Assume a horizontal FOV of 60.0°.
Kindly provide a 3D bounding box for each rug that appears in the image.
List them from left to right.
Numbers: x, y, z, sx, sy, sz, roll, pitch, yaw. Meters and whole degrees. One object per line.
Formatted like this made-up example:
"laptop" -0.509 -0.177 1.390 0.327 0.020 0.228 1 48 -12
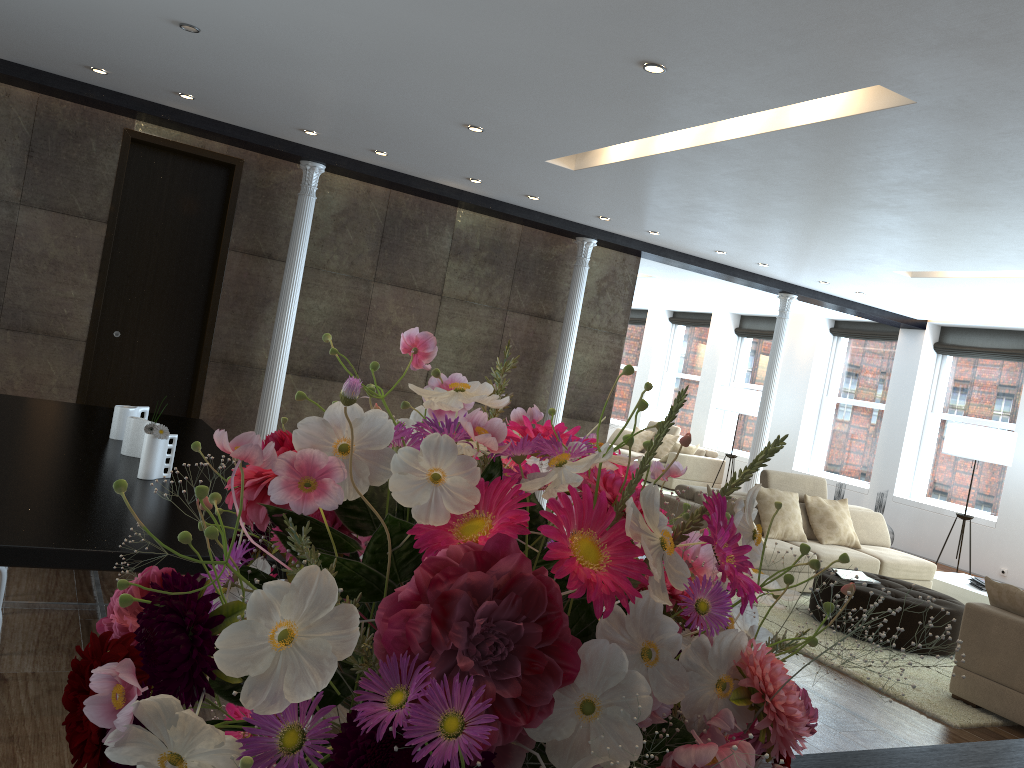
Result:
"rug" 1.108 1.369 14.159 2.972 0.020 4.231 10 1 -29
"rug" 3.483 1.972 7.005 4.231 0.020 2.972 10 1 -29

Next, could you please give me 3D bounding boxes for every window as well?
"window" 4.720 0.560 26.151 34.761 17.917 13.698 10 1 -29
"window" 3.220 -0.107 16.192 0.123 2.400 1.444 10 1 -29
"window" 4.058 0.083 14.617 0.123 2.400 1.345 10 1 -29
"window" 5.024 0.304 12.801 0.123 2.400 1.391 10 1 -29
"window" 5.869 0.496 11.211 0.123 2.400 1.432 10 1 -29

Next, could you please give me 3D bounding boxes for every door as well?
"door" -3.165 -0.699 7.851 1.000 2.814 0.510 10 1 -29

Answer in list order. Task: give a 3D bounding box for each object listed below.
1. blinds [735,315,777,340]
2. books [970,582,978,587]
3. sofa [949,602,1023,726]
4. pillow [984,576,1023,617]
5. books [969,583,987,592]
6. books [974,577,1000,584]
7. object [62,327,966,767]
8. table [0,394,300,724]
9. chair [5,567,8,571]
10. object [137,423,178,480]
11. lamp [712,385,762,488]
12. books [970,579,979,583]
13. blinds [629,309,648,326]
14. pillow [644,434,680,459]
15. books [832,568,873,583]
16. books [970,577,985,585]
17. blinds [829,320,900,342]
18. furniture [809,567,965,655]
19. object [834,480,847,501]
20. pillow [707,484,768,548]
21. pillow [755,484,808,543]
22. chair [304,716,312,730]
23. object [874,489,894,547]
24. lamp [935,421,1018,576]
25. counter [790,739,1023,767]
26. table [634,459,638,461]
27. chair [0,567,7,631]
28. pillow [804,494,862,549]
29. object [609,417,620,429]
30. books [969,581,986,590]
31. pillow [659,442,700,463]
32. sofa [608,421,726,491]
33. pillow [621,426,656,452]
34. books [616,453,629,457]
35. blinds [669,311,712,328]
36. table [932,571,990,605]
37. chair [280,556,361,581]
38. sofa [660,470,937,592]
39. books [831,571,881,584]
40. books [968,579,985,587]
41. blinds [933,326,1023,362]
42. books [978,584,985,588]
"blinds" 4.188 -0.924 14.565 0.156 0.393 1.342 10 1 -29
"books" 4.519 1.935 8.376 0.220 0.010 0.300 10 1 -9
"sofa" 3.958 1.624 5.356 2.581 0.950 1.021 10 1 -29
"pillow" 2.995 1.343 5.065 0.395 0.393 0.518 10 2 -32
"books" 4.492 1.939 8.379 0.220 0.010 0.300 11 1 6
"books" 4.529 1.878 8.375 0.220 0.010 0.300 11 1 11
"object" -0.036 0.241 0.659 0.544 0.552 0.570 10 1 -22
"table" -1.853 0.685 4.125 1.200 0.733 3.400 10 1 -29
"chair" -2.284 0.568 3.468 0.581 0.835 0.495 10 1 -29
"object" -1.451 0.279 3.660 0.076 0.233 0.161 12 2 43
"lamp" 3.283 0.922 13.167 0.698 1.728 0.698 10 1 -5
"books" 4.526 1.897 8.375 0.220 0.010 0.300 10 1 -14
"blinds" 2.510 -1.340 17.731 0.156 0.327 1.377 10 1 -29
"pillow" 2.449 1.004 14.517 0.301 0.439 0.534 10 2 -32
"books" 2.533 1.427 6.605 0.220 0.040 0.301 11 1 6
"books" 4.503 1.882 8.378 0.220 0.010 0.300 11 1 6
"blinds" 5.165 -0.762 12.748 0.156 0.275 1.396 10 1 -29
"furniture" 2.765 1.659 6.559 1.057 0.355 1.057 10 1 -27
"object" 4.208 1.617 11.494 0.458 0.781 0.458 10 1 -29
"pillow" 1.828 1.077 7.258 0.395 0.393 0.518 10 1 -25
"pillow" 2.379 1.144 7.830 0.534 0.439 0.301 10 1 -25
"chair" -0.554 0.885 3.595 0.581 0.835 0.495 10 1 -29
"object" 4.614 1.699 11.188 0.458 0.781 0.458 10 1 -29
"lamp" 5.052 1.326 9.841 0.698 1.728 0.698 10 1 -5
"counter" 0.009 0.549 0.608 3.700 0.040 1.000 10 1 -29
"table" 1.328 1.223 13.171 1.022 0.393 1.022 11 1 16
"chair" -1.956 0.643 2.852 0.581 0.835 0.495 10 1 -29
"pillow" 2.924 1.249 8.118 0.519 0.416 0.368 10 1 -24
"object" 1.276 0.829 16.226 1.119 1.014 1.125 9 2 -42
"books" 4.496 1.920 8.379 0.220 0.010 0.300 11 1 6
"pillow" 2.594 1.071 13.736 0.518 0.393 0.395 10 2 -32
"sofa" 2.296 1.103 14.737 1.018 0.950 2.581 10 1 -29
"pillow" 2.144 0.946 15.060 0.368 0.416 0.519 10 2 -33
"books" 1.614 1.059 13.310 0.300 0.010 0.220 10 1 -14
"blinds" 3.362 -1.173 16.136 0.156 0.275 1.442 10 1 -29
"table" 4.479 2.024 8.569 0.900 0.170 0.900 10 1 -29
"chair" -0.878 0.811 4.213 0.581 0.835 0.495 10 1 -29
"sofa" 2.582 1.311 7.943 2.581 0.950 1.021 10 1 -29
"books" 2.557 1.439 6.603 0.219 0.031 0.300 10 1 -14
"books" 4.500 1.901 8.378 0.220 0.010 0.300 10 1 -4
"blinds" 5.986 -0.512 11.151 0.183 0.395 1.431 10 1 -29
"books" 4.522 1.916 8.376 0.220 0.010 0.300 11 1 21
